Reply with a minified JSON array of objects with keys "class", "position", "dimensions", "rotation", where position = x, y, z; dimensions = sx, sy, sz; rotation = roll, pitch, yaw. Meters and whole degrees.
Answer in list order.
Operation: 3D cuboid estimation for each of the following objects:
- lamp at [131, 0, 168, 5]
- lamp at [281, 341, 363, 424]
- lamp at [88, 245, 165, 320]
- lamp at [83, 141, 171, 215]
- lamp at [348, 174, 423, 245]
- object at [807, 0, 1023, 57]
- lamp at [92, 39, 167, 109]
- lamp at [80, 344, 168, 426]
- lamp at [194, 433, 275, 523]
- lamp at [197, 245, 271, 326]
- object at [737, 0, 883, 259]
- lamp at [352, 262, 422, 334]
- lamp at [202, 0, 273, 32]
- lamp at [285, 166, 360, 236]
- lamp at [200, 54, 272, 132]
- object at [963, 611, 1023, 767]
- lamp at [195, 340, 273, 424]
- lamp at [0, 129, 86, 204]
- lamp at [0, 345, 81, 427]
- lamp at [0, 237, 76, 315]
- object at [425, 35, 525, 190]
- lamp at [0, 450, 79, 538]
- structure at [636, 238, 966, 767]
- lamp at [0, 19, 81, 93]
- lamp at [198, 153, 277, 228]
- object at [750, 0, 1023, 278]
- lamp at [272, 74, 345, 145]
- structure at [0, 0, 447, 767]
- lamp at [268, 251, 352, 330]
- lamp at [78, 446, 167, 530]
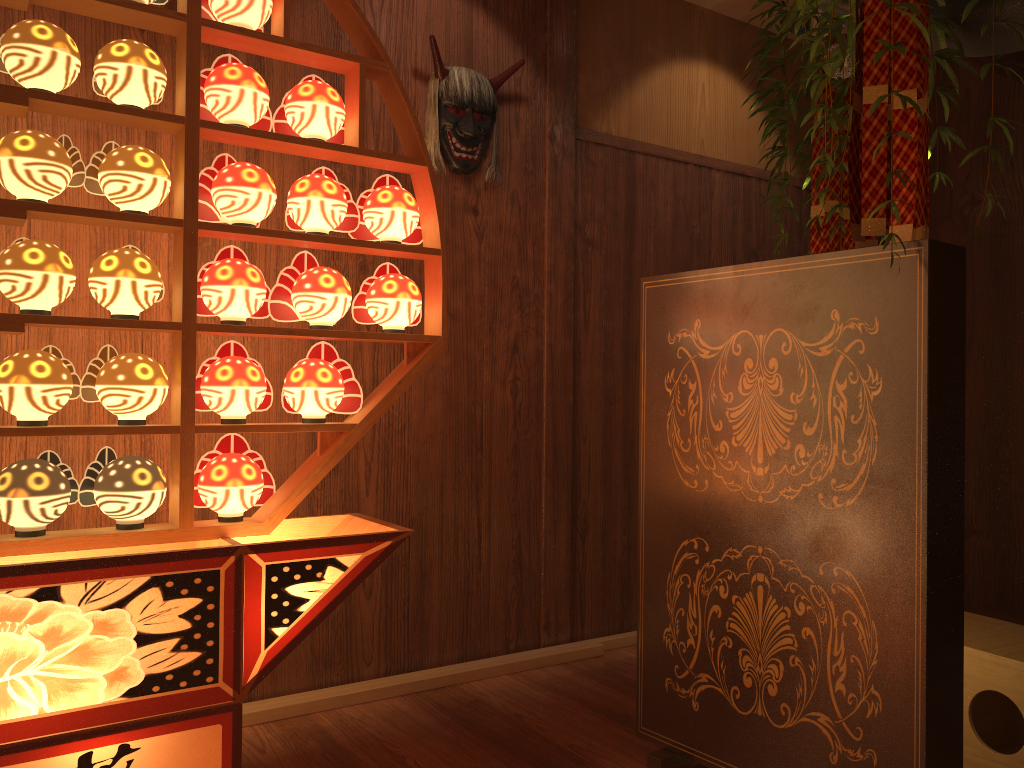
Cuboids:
[{"class":"lamp","position":[-0.808,-0.880,1.871],"dimensions":[0.142,0.173,0.153],"rotation":[1,-1,-18]},{"class":"lamp","position":[-0.472,-0.007,2.098],"dimensions":[0.200,0.200,0.157],"rotation":[1,-1,1]},{"class":"lamp","position":[-0.816,-0.219,1.864],"dimensions":[0.142,0.173,0.153],"rotation":[1,-1,-18]},{"class":"lamp","position":[-0.796,-0.439,1.881],"dimensions":[0.153,0.173,0.143],"rotation":[0,-1,26]},{"class":"lamp","position":[-0.301,-0.444,2.214],"dimensions":[0.205,0.200,0.153],"rotation":[1,-1,-19]},{"class":"object","position":[1.015,-1.093,1.957],"dimensions":[0.098,0.751,1.452],"rotation":[1,-1,-33]},{"class":"lamp","position":[-0.806,-0.660,1.870],"dimensions":[0.144,0.173,0.152],"rotation":[1,-1,-28]},{"class":"lamp","position":[-0.799,0.001,1.876],"dimensions":[0.153,0.173,0.143],"rotation":[0,-1,21]},{"class":"lamp","position":[-0.632,0.211,1.991],"dimensions":[0.199,0.197,0.153],"rotation":[1,-1,-19]},{"class":"lamp","position":[-0.626,-0.227,1.992],"dimensions":[0.194,0.195,0.153],"rotation":[1,-1,-24]},{"class":"object","position":[0.986,-0.819,2.878],"dimensions":[0.522,1.260,0.769],"rotation":[0,-1,42]},{"class":"lamp","position":[-0.294,-0.220,2.218],"dimensions":[0.187,0.192,0.153],"rotation":[1,-1,-24]},{"class":"lamp","position":[-0.611,-0.890,2.005],"dimensions":[0.152,0.200,0.207],"rotation":[0,-1,42]},{"class":"lamp","position":[-0.465,-0.443,2.106],"dimensions":[0.182,0.191,0.156],"rotation":[1,-1,-4]},{"class":"lamp","position":[-0.619,-0.670,1.998],"dimensions":[0.207,0.200,0.152],"rotation":[1,-1,-34]},{"class":"object","position":[1.073,0.815,2.603],"dimensions":[0.336,0.330,1.252],"rotation":[1,-1,-29]},{"class":"lamp","position":[-0.626,-0.006,1.992],"dimensions":[0.191,0.194,0.153],"rotation":[1,-1,-24]},{"class":"lamp","position":[-0.969,-0.440,1.773],"dimensions":[0.136,0.167,0.160],"rotation":[0,-1,22]},{"class":"lamp","position":[-0.962,0.001,1.767],"dimensions":[0.140,0.167,0.156],"rotation":[1,-1,-3]},{"class":"lamp","position":[-0.950,-0.219,1.772],"dimensions":[0.151,0.167,0.144],"rotation":[0,-1,42]},{"class":"object","position":[-0.138,-0.874,2.939],"dimensions":[0.375,0.453,0.133],"rotation":[1,-1,-34]},{"class":"lamp","position":[-0.965,0.220,1.765],"dimensions":[0.140,0.167,0.156],"rotation":[1,-1,-3]},{"class":"structure","position":[0.626,0.345,2.057],"dimensions":[0.280,1.250,0.773],"rotation":[1,-1,-37]},{"class":"lamp","position":[-0.943,-0.660,1.779],"dimensions":[0.152,0.167,0.144],"rotation":[0,-1,37]},{"class":"lamp","position":[-0.603,-0.443,2.010],"dimensions":[0.152,0.187,0.195],"rotation":[0,-1,37]},{"class":"object","position":[0.816,-0.831,1.850],"dimensions":[0.589,1.260,0.686],"rotation":[1,-1,-45]},{"class":"lamp","position":[-0.467,-0.665,2.102],"dimensions":[0.193,0.195,0.153],"rotation":[1,-1,-19]},{"class":"structure","position":[-1.029,-0.149,1.722],"dimensions":[2.025,2.195,0.474],"rotation":[1,-1,-34]},{"class":"lamp","position":[-0.449,-0.227,2.113],"dimensions":[0.152,0.200,0.207],"rotation":[0,-1,42]},{"class":"lamp","position":[-0.803,0.220,1.876],"dimensions":[0.153,0.173,0.143],"rotation":[0,-1,21]}]
